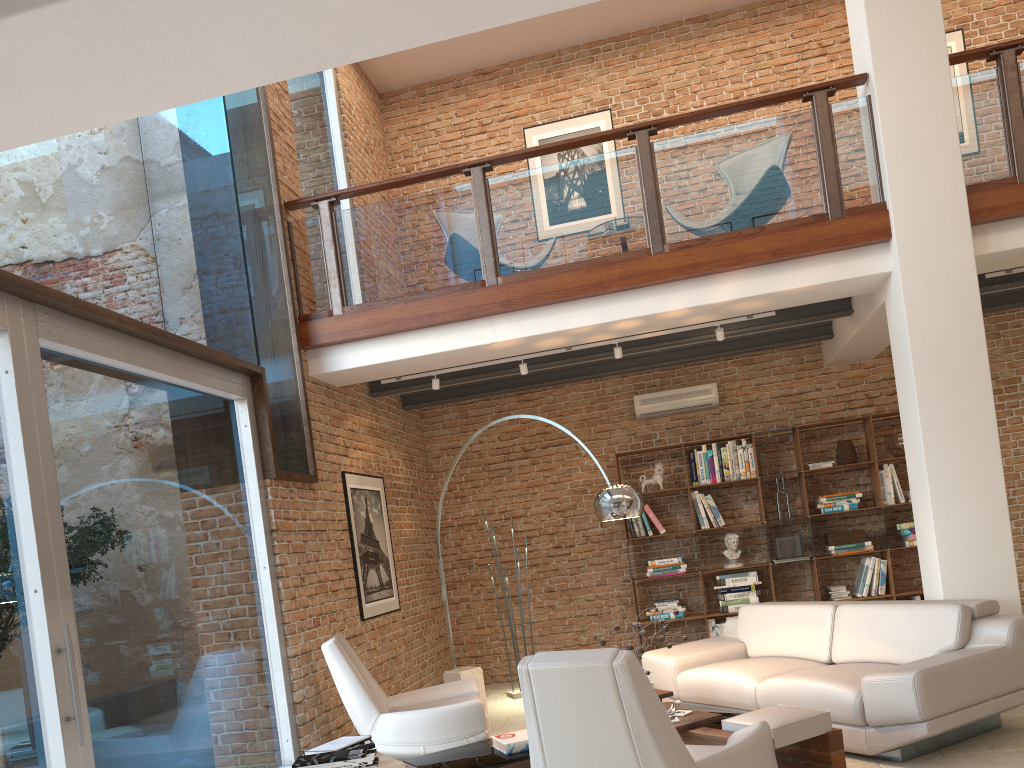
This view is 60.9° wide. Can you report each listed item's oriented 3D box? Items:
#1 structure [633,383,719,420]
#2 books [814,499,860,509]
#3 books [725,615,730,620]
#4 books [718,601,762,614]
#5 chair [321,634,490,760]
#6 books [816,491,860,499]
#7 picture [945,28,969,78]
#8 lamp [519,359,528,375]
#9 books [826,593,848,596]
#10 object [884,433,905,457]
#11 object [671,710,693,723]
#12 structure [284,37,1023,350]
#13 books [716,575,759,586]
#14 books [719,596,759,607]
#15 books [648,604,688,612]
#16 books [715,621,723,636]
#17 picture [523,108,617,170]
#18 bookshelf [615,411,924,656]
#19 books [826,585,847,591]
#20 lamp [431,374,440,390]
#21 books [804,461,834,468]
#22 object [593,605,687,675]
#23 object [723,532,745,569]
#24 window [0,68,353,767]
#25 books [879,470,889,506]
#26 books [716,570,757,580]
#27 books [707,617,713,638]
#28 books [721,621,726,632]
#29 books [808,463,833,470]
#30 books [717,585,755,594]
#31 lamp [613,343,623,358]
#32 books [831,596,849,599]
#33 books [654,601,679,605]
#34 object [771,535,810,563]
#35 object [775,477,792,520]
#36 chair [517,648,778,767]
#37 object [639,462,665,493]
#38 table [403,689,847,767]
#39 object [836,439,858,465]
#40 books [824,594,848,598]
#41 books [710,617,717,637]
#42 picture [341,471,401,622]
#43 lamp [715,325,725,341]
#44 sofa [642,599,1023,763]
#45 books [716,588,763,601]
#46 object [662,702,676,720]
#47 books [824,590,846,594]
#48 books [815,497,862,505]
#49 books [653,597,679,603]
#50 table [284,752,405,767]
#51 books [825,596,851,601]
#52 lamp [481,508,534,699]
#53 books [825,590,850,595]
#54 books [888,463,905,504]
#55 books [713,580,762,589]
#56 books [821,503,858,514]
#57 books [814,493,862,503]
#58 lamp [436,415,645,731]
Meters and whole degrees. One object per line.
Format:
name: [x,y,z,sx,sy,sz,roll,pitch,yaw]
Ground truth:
structure: [1.632,0.174,8.673,0.817,0.217,0.201,-9,-5,11]
books: [3.087,1.143,8.298,0.381,0.036,0.247,-10,-10,11]
books: [2.153,2.452,8.527,0.079,0.380,0.245,-8,-3,10]
books: [2.215,2.166,8.475,0.380,0.063,0.248,-8,-10,5]
chair: [-0.666,2.061,5.625,0.981,0.986,1.043,-7,-6,-5]
books: [3.091,1.059,8.297,0.357,0.020,0.275,-9,-11,9]
picture: [3.858,-2.669,8.258,0.918,1.184,0.027,-8,0,11]
lamp: [0.091,-0.132,6.846,0.061,0.119,0.086,-8,-4,12]
books: [3.106,2.005,8.327,0.156,0.008,0.246,-8,-11,5]
object: [3.712,0.565,8.141,0.433,0.216,0.448,-1,-11,-37]
object: [0.861,1.774,4.676,0.270,0.034,0.254,-4,-11,-17]
structure: [2.563,-0.716,1.548,10.205,4.079,14.020,-9,-10,10]
books: [2.193,1.910,8.495,0.380,0.063,0.248,-8,-10,5]
books: [2.210,2.110,8.494,0.364,0.055,0.285,-10,-10,13]
books: [1.535,2.212,8.617,0.380,0.018,0.248,-8,-10,3]
books: [2.038,2.497,8.534,0.058,0.326,0.256,-8,-4,10]
picture: [0.635,-2.121,8.899,0.918,1.184,0.027,-8,0,11]
bookshelf: [2.650,1.535,8.373,3.049,2.178,0.365,-9,-1,11]
books: [3.098,1.949,8.328,0.133,0.033,0.209,-8,-10,5]
lamp: [-0.612,-0.009,6.984,0.059,0.127,0.087,-7,-3,-20]
books: [2.910,0.762,8.269,0.237,0.018,0.173,-8,-10,4]
object: [0.764,1.557,4.978,0.539,0.600,0.321,-6,-3,-18]
object: [2.140,1.614,8.483,0.198,0.346,0.193,-9,-3,26]
window: [-2.699,-1.031,2.045,0.651,6.300,12.477,-8,-8,10]
books: [3.470,0.985,8.211,0.056,0.326,0.256,-8,-4,10]
books: [2.181,1.860,8.492,0.381,0.036,0.247,-10,-10,11]
books: [1.952,2.483,8.543,0.037,0.379,0.245,-8,-3,10]
books: [2.091,2.485,8.517,0.056,0.326,0.256,-8,-4,10]
books: [2.918,0.786,8.261,0.207,0.033,0.134,-10,-10,11]
books: [2.173,1.990,8.470,0.327,0.055,0.258,-9,-10,5]
lamp: [0.815,-0.251,6.702,0.061,0.127,0.086,-8,-3,12]
books: [3.109,2.030,8.327,0.156,0.008,0.246,-8,-11,5]
books: [1.527,2.167,8.648,0.237,0.018,0.173,-8,-10,4]
object: [2.653,1.580,8.356,0.337,0.230,0.286,-9,-7,10]
object: [2.587,1.093,8.337,0.122,0.395,0.062,-8,0,13]
chair: [0.479,1.529,3.592,1.040,1.004,0.972,-10,-6,27]
object: [1.380,0.916,8.568,0.254,0.280,0.130,-9,-2,19]
table: [0.428,2.063,4.899,1.957,0.423,2.257,-2,-11,-28]
object: [3.146,0.648,8.210,0.192,0.230,0.197,-5,-5,-32]
books: [3.094,2.019,8.326,0.162,0.017,0.256,-8,-10,5]
books: [1.990,2.480,8.551,0.037,0.379,0.245,-8,-3,10]
picture: [-1.159,1.339,7.255,0.028,1.181,0.919,-8,-4,10]
lamp: [1.565,-0.383,6.563,0.061,0.114,0.095,-8,-4,17]
sofa: [1.977,1.829,5.624,1.136,0.745,2.384,-3,-10,-29]
books: [2.210,2.047,8.476,0.379,0.063,0.248,-7,-10,-2]
object: [0.824,1.727,4.598,0.090,0.083,0.093,-4,-7,-30]
books: [3.088,1.976,8.326,0.163,0.017,0.255,-9,-11,10]
books: [3.097,1.112,8.285,0.380,0.018,0.248,-8,-10,3]
books: [1.528,2.136,8.626,0.253,0.017,0.164,-10,-11,11]
table: [-0.791,2.035,4.071,0.491,0.498,0.505,-5,-6,-29]
books: [3.118,2.043,8.333,0.171,0.018,0.240,-7,-10,-2]
lamp: [0.008,2.051,8.238,0.415,1.801,0.202,-7,0,-19]
books: [3.112,1.992,8.333,0.171,0.018,0.240,-8,-10,3]
books: [3.598,0.940,8.207,0.102,0.379,0.245,-8,-3,10]
books: [2.186,1.951,8.479,0.447,0.020,0.275,-10,-11,11]
books: [3.112,1.184,8.286,0.330,0.055,0.256,-11,-11,20]
books: [3.093,1.084,8.276,0.380,0.036,0.248,-8,-10,4]
lamp: [0.161,1.376,6.155,0.316,2.322,2.070,-7,-4,-43]
